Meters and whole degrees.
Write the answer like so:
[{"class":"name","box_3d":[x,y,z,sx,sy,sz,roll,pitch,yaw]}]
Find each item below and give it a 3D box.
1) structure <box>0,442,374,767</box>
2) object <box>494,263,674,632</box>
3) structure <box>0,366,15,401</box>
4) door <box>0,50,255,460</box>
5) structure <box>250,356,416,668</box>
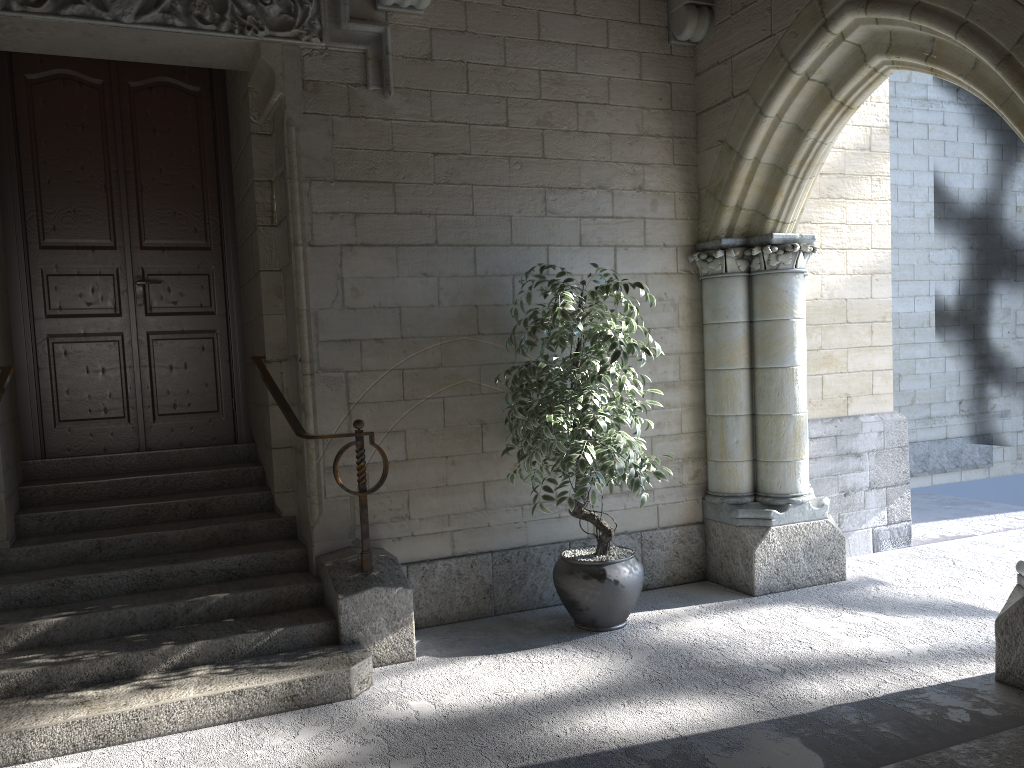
[{"class":"structure","box_3d":[-1.676,0.757,4.093,1.459,0.812,2.570,-4,2,-23]},{"class":"object","box_3d":[0.306,0.264,3.883,0.750,1.623,0.785,-5,4,-27]},{"class":"structure","box_3d":[-2.099,0.570,3.286,0.476,1.265,0.886,-4,4,-23]},{"class":"door","box_3d":[-1.989,-0.693,4.593,1.135,2.127,0.226,-4,4,-23]},{"class":"structure","box_3d":[-0.808,0.496,3.844,0.472,1.265,0.886,-4,4,-23]}]
